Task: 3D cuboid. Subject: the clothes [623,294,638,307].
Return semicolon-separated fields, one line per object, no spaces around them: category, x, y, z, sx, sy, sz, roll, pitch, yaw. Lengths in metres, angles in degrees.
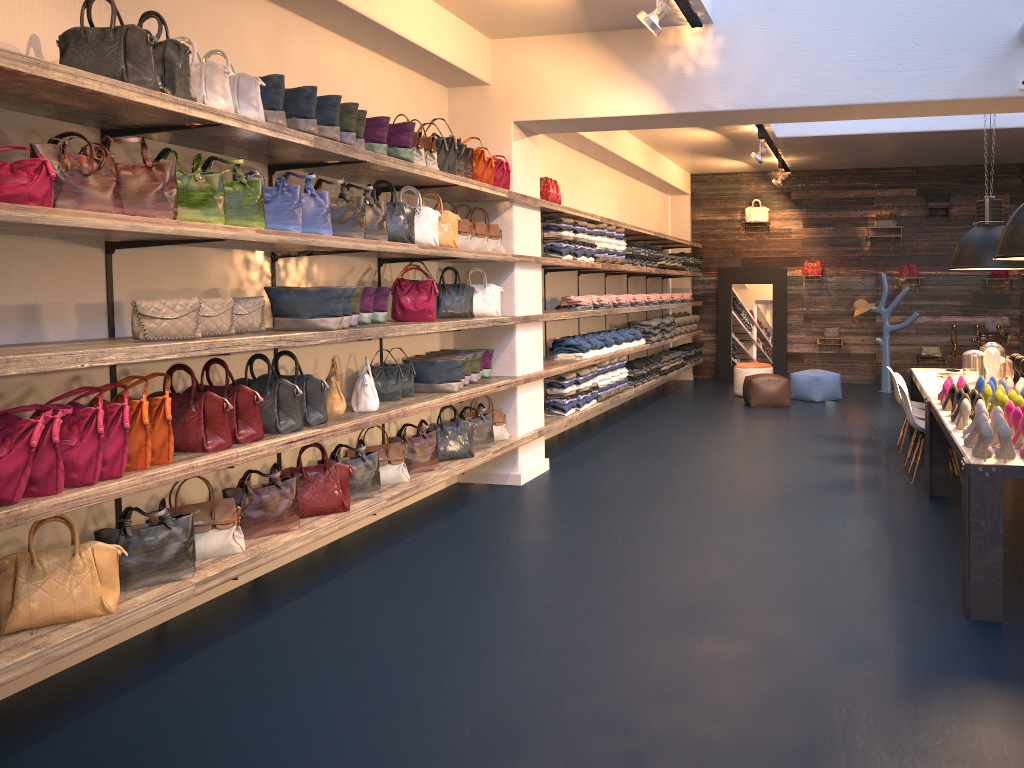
clothes;1.374;-1.021;10.613;0.309;0.154;0.366;1;6;13

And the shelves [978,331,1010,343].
shelves;7.589;-0.735;13.676;0.433;0.183;0.256;1;5;16

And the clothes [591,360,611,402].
clothes;0.879;-0.044;9.172;0.250;0.454;0.358;2;4;32

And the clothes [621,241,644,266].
clothes;1.379;-1.551;10.372;0.351;0.298;0.345;1;5;21

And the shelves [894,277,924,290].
shelves;6.368;-1.609;13.929;0.433;0.210;0.256;1;5;16

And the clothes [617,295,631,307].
clothes;1.222;-0.979;10.292;0.325;0.158;0.344;4;7;39

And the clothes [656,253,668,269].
clothes;1.890;-1.689;11.833;0.388;0.250;0.372;2;6;28

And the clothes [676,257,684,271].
clothes;2.366;-1.818;13.012;0.400;0.250;0.362;1;5;15

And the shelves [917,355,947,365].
shelves;6.721;-0.377;13.902;0.433;0.157;0.256;1;5;16

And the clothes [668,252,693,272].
clothes;2.584;-1.879;13.367;0.351;0.298;0.345;1;5;21

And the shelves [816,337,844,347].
shelves;5.219;-0.686;14.255;0.433;0.143;0.256;1;6;16

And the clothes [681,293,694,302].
clothes;2.812;-1.411;14.187;0.309;0.154;0.366;1;6;13

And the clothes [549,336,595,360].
clothes;0.582;-0.363;8.690;0.406;0.240;0.450;1;6;18

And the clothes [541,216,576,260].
clothes;0.429;-1.354;8.085;0.239;0.409;0.340;1;4;26

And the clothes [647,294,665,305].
clothes;1.947;-1.176;12.037;0.309;0.154;0.366;1;6;13

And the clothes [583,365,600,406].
clothes;0.725;0.012;8.809;0.239;0.409;0.340;1;4;26

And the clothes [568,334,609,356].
clothes;0.755;-0.410;9.123;0.393;0.240;0.463;3;6;34

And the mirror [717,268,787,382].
mirror;4.020;-0.987;14.538;1.110;1.912;0.279;0;3;14

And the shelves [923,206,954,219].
shelves;6.760;-2.721;13.782;0.433;0.178;0.256;1;5;16

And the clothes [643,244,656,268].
clothes;1.625;-1.621;11.012;0.337;0.298;0.321;1;5;18

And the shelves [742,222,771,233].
shelves;4.069;-2.610;14.444;0.433;0.157;0.256;1;5;16

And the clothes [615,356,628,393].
clothes;1.149;-0.118;9.843;0.250;0.454;0.358;2;4;32

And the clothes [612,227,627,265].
clothes;1.120;-1.556;9.782;0.250;0.454;0.358;2;4;32

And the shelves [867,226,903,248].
shelves;6.009;-2.365;13.980;0.535;0.316;0.256;1;4;15

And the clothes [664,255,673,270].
clothes;2.047;-1.731;12.219;0.400;0.250;0.362;1;5;15

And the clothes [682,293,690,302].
clothes;2.659;-1.369;13.866;0.325;0.158;0.344;4;7;39

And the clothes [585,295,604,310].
clothes;0.801;-0.865;9.186;0.309;0.154;0.366;1;6;13

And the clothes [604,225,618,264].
clothes;0.978;-1.518;9.429;0.250;0.454;0.358;2;4;32

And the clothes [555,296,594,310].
clothes;0.648;-0.823;8.866;0.325;0.158;0.344;4;7;39

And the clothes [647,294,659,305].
clothes;1.794;-1.135;11.716;0.325;0.158;0.344;4;7;39

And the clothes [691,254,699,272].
clothes;2.830;-1.948;14.008;0.337;0.298;0.321;1;5;18

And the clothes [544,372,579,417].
clothes;0.458;0.085;8.147;0.239;0.409;0.340;1;4;26

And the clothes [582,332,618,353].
clothes;0.914;-0.453;9.514;0.406;0.240;0.450;1;6;18

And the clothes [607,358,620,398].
clothes;1.007;-0.079;9.491;0.250;0.454;0.358;2;4;32

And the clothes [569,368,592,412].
clothes;0.619;0.048;8.481;0.239;0.409;0.340;1;4;26

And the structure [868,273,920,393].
structure;5.699;-0.780;13.126;0.188;1.802;0.887;-3;4;-45

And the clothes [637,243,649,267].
clothes;1.497;-1.586;10.693;0.359;0.298;0.328;0;5;7

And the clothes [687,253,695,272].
clothes;2.702;-1.914;13.689;0.359;0.298;0.328;0;5;7

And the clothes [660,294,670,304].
clothes;2.077;-1.211;12.420;0.325;0.158;0.344;4;7;39

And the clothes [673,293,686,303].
clothes;2.529;-1.334;13.483;0.309;0.154;0.366;1;6;13

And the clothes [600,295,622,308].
clothes;1.083;-0.942;9.890;0.309;0.154;0.366;1;6;13

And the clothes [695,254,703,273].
clothes;2.959;-1.983;14.328;0.331;0.298;0.326;2;5;25

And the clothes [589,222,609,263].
clothes;0.850;-1.483;9.110;0.250;0.454;0.358;2;4;32

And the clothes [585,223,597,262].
clothes;0.696;-1.426;8.747;0.239;0.409;0.340;1;4;26

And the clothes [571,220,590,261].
clothes;0.591;-1.391;8.419;0.239;0.409;0.340;1;4;26

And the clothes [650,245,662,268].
clothes;1.754;-1.656;11.332;0.331;0.298;0.326;2;5;25

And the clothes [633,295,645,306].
clothes;1.505;-1.056;10.996;0.325;0.158;0.344;4;7;39

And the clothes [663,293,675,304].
clothes;2.230;-1.253;12.740;0.309;0.154;0.366;1;6;13

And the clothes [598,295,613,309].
clothes;0.931;-0.900;9.569;0.325;0.158;0.344;4;7;39

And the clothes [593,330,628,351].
clothes;1.075;-0.497;9.915;0.406;0.240;0.450;1;6;18

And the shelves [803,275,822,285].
shelves;4.942;-1.707;14.272;0.291;0.157;0.257;1;5;17

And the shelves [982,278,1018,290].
shelves;7.663;-1.566;13.640;0.475;0.184;0.211;1;5;15

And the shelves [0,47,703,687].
shelves;3.406;-0.263;5.668;8.243;2.219;17.694;2;7;20

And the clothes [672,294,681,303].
clothes;2.376;-1.293;13.163;0.325;0.158;0.344;4;7;39

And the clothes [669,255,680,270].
clothes;2.209;-1.775;12.626;0.388;0.250;0.372;2;6;28
